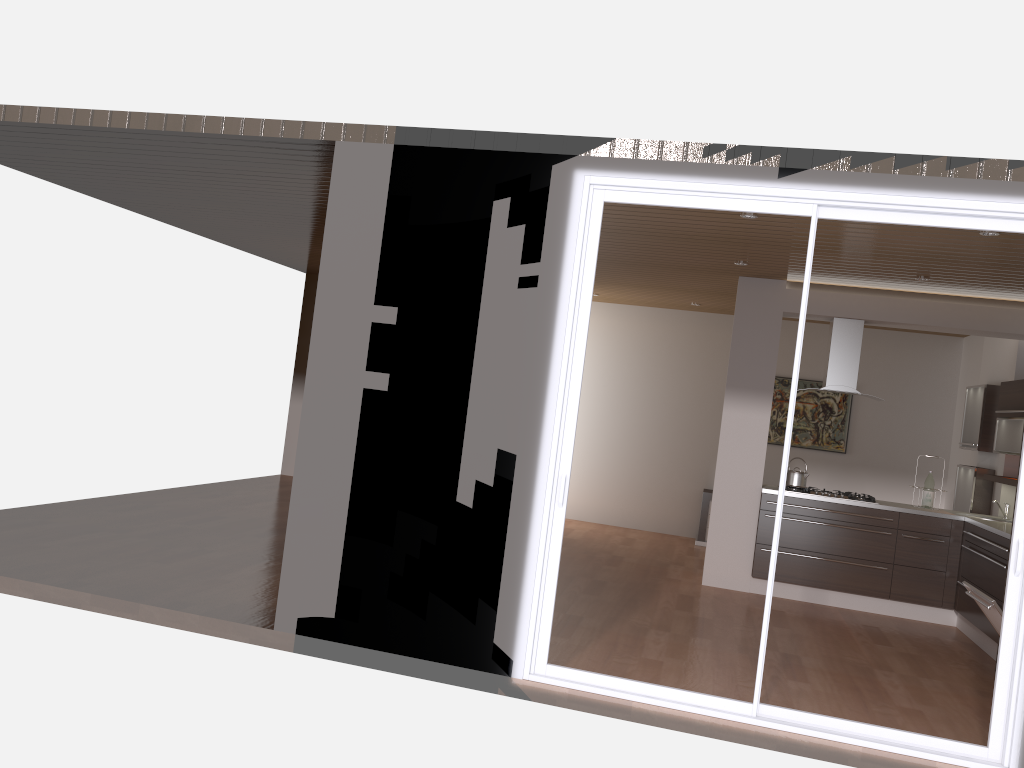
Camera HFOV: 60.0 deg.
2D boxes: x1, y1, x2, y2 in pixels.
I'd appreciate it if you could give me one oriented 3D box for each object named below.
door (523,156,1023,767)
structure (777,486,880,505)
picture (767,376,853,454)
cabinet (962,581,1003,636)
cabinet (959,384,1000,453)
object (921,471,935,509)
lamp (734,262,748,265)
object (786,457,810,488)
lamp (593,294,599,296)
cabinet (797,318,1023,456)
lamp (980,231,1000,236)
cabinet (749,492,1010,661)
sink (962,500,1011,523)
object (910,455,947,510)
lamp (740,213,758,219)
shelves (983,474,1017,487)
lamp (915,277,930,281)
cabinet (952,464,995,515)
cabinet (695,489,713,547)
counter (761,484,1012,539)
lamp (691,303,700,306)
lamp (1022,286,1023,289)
[{"bbox_3d":[1.342,0.304,4.327,2.300,2.700,0.101,7,-1,13],"label":"door"},{"bbox_3d":[2.725,0.940,7.687,0.797,0.047,0.494,7,-1,13],"label":"structure"},{"bbox_3d":[3.283,0.334,10.376,1.277,0.801,0.018,7,-1,13],"label":"picture"},{"bbox_3d":[3.212,0.822,4.954,1.047,1.948,1.796,7,-1,13],"label":"cabinet"},{"bbox_3d":[4.255,0.309,8.181,0.172,0.600,0.619,7,-1,-1],"label":"cabinet"},{"bbox_3d":[3.572,0.904,7.600,0.091,0.319,0.091,8,-1,-42],"label":"object"},{"bbox_3d":[1.828,-0.982,7.068,0.102,0.055,0.102,7,-1,-4],"label":"lamp"},{"bbox_3d":[2.452,0.756,7.637,0.221,0.251,0.221,7,-1,6],"label":"object"},{"bbox_3d":[0.952,-1.053,10.248,0.102,0.055,0.102,7,-1,-4],"label":"lamp"},{"bbox_3d":[3.325,-0.037,6.995,2.058,1.032,1.399,7,-1,17],"label":"cabinet"},{"bbox_3d":[2.754,-0.890,5.108,0.102,0.055,0.102,7,-1,-4],"label":"lamp"},{"bbox_3d":[3.031,1.466,6.947,2.150,0.870,1.850,7,-1,13],"label":"cabinet"},{"bbox_3d":[3.919,1.126,7.342,0.450,0.347,0.494,7,-1,19],"label":"sink"},{"bbox_3d":[3.596,0.843,7.652,0.291,0.453,0.210,7,-1,18],"label":"object"},{"bbox_3d":[1.449,-1.048,5.414,0.102,0.055,0.102,7,-1,-4],"label":"lamp"},{"bbox_3d":[4.030,0.784,6.745,0.313,0.050,1.850,7,-1,13],"label":"shelves"},{"bbox_3d":[3.134,-0.824,6.762,0.102,0.055,0.102,7,-1,-15],"label":"lamp"},{"bbox_3d":[4.225,1.061,8.177,0.194,0.600,0.598,7,-1,13],"label":"cabinet"},{"bbox_3d":[3.009,1.633,10.103,1.740,0.608,0.540,7,-1,13],"label":"cabinet"},{"bbox_3d":[3.086,1.017,6.952,2.150,0.036,1.850,7,-1,13],"label":"counter"},{"bbox_3d":[2.069,-0.918,9.986,0.102,0.055,0.102,7,-1,-4],"label":"lamp"},{"bbox_3d":[3.854,-0.736,6.594,0.102,0.055,0.102,6,-1,41],"label":"lamp"}]
